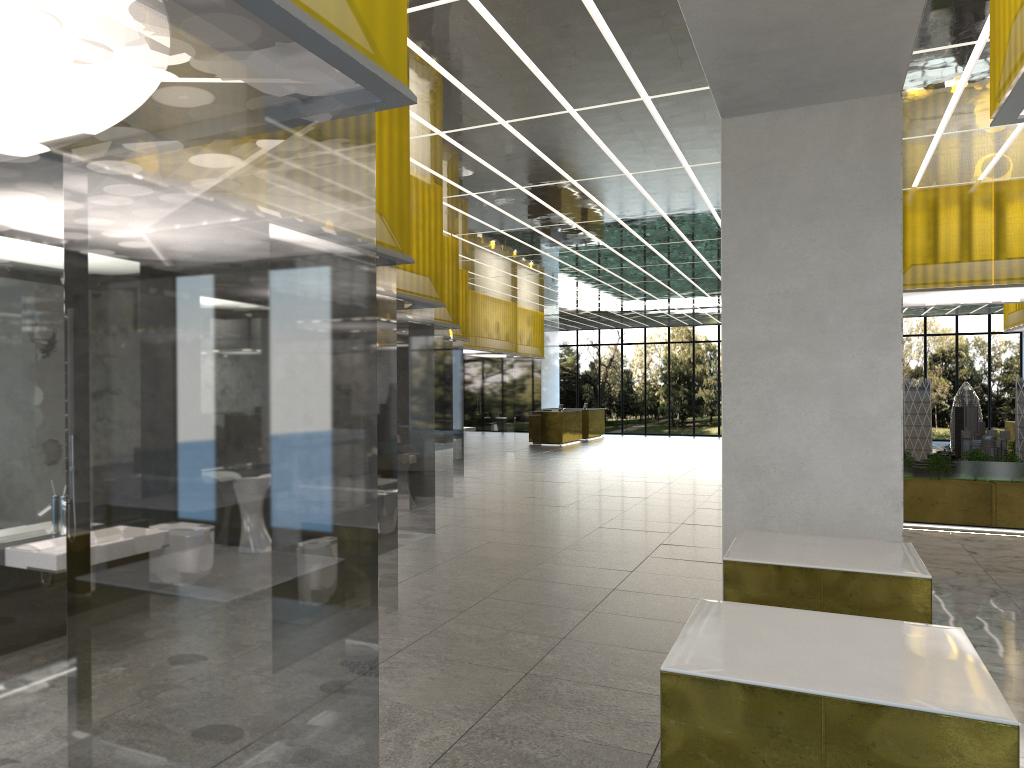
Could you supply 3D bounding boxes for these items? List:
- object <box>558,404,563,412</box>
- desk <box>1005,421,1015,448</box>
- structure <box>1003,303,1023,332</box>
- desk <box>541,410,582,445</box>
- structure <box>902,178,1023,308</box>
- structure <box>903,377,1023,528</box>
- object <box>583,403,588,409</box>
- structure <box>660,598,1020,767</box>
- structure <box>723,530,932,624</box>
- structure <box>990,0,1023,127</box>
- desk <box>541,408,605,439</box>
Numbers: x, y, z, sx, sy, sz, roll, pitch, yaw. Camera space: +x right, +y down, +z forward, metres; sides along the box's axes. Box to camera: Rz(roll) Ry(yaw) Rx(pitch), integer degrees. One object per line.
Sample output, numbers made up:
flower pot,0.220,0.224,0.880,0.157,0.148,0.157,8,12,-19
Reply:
object,2.155,1.292,40.068,0.573,0.667,0.721,0,0,23
desk,15.574,1.829,23.016,3.352,1.508,3.348,0,0,24
structure,15.517,-2.684,23.023,3.392,2.269,2.996,0,0,24
desk,1.338,2.017,40.527,3.352,1.508,3.348,0,0,24
structure,8.551,-2.726,15.696,3.392,2.269,3.118,0,0,24
structure,9.034,1.166,16.847,4.030,2.571,4.952,0,0,23
object,3.730,1.324,44.432,0.573,0.667,0.722,0,0,23
structure,1.550,1.890,4.252,1.422,1.173,1.388,0,0,24
structure,2.473,1.909,6.807,1.422,1.173,1.388,0,0,24
structure,4.058,-2.819,3.251,3.391,2.269,3.118,0,0,24
desk,2.899,2.049,44.853,3.352,1.508,3.348,0,0,24
